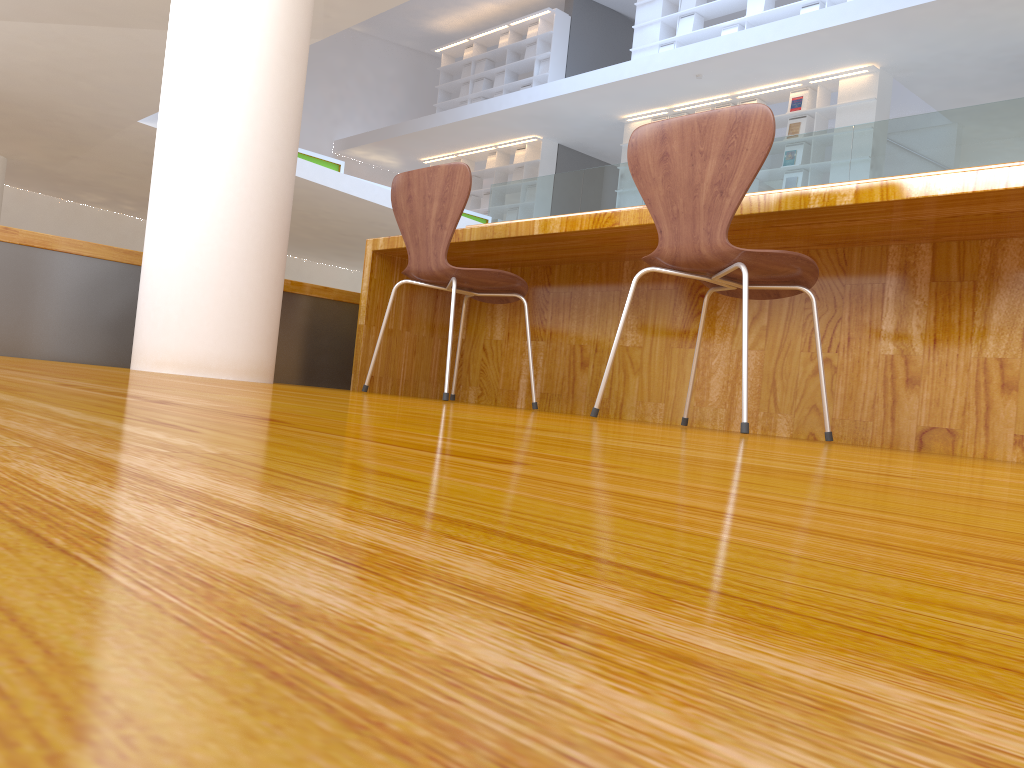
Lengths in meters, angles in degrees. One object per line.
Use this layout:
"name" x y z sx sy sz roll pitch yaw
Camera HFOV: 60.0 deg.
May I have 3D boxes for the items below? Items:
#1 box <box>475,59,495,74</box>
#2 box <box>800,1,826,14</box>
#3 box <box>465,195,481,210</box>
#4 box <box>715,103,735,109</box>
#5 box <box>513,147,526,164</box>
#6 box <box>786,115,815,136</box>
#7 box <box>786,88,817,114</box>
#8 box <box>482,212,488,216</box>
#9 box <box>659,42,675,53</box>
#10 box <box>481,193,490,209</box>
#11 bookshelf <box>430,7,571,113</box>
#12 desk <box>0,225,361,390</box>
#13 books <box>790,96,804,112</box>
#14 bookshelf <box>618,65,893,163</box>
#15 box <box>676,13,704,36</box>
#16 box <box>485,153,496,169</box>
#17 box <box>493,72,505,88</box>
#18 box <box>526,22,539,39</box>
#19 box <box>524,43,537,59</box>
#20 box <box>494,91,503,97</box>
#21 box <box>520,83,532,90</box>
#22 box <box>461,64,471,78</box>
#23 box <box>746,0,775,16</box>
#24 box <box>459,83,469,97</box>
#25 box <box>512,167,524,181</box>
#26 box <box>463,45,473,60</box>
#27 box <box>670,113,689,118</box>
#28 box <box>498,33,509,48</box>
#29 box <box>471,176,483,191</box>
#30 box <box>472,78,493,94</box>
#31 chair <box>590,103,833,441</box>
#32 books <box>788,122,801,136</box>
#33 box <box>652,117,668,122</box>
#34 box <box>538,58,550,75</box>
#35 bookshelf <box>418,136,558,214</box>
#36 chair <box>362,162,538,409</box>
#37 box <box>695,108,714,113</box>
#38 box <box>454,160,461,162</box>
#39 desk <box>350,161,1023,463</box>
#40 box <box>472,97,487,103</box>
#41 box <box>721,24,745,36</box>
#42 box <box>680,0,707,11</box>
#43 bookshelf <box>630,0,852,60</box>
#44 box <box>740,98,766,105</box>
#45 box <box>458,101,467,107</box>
"box" -0.482 -5.378 15.205 0.274 0.296 0.245 7 -2 -43
"box" 3.609 -4.389 10.648 0.274 0.296 0.245 7 -2 -43
"box" -0.721 -3.048 15.159 0.274 0.296 0.245 7 -2 -43
"box" 2.751 -3.427 11.434 0.274 0.296 0.245 7 -2 -43
"box" 0.190 -3.633 14.268 0.274 0.296 0.245 7 -2 -43
"box" 3.454 -3.040 10.639 0.274 0.296 0.245 7 -2 -43
"box" 3.482 -3.368 10.651 0.274 0.296 0.245 7 -2 -43
"box" -0.378 -2.690 14.749 0.274 0.296 0.245 7 -2 -43
"box" 2.165 -4.509 12.195 0.274 0.296 0.245 7 -2 -43
"box" -0.354 -3.018 14.766 0.274 0.296 0.245 7 -2 -43
"bookshelf" -0.354 -5.026 14.924 0.498 1.836 2.984 7 -2 -43
"desk" -1.010 -0.112 3.915 3.356 0.606 0.760 7 -2 -43
"books" 3.396 -3.325 10.585 0.037 0.210 0.145 7 -2 -43
"bookshelf" 2.828 -2.747 11.261 0.498 1.836 3.666 7 -2 -43
"box" 2.403 -4.816 11.983 0.274 0.296 0.245 7 -2 -43
"box" -0.274 -3.672 14.762 0.274 0.296 0.245 7 -2 -43
"box" -0.149 -5.022 14.806 0.274 0.296 0.245 7 -2 -43
"box" 0.395 -5.637 14.308 0.274 0.296 0.245 7 -2 -43
"box" 0.361 -5.311 14.303 0.274 0.296 0.245 7 -2 -43
"box" -0.173 -4.695 14.790 0.274 0.296 0.245 7 -2 -43
"box" 0.267 -4.659 14.318 0.274 0.296 0.245 7 -2 -43
"box" -0.728 -5.399 15.470 0.274 0.296 0.245 7 -2 -43
"box" 3.133 -4.758 11.200 0.274 0.296 0.245 7 -2 -43
"box" -0.755 -5.072 15.456 0.274 0.296 0.245 7 -2 -43
"box" 0.155 -3.307 14.263 0.274 0.296 0.245 7 -2 -43
"box" -0.695 -5.725 15.476 0.274 0.296 0.245 7 -2 -43
"box" 2.267 -3.467 11.953 0.274 0.296 0.245 7 -2 -43
"box" -0.068 -5.676 14.802 0.274 0.296 0.245 7 -2 -43
"box" -0.687 -3.374 15.165 0.274 0.296 0.245 7 -2 -43
"box" -0.515 -5.052 15.199 0.274 0.296 0.245 7 -2 -43
"chair" 0.499 -0.238 2.084 0.381 0.693 0.428 7 -2 -43
"books" 3.364 -3.012 10.579 0.037 0.210 0.145 7 -2 -43
"box" 2.058 -3.481 12.177 0.274 0.296 0.245 7 -2 -43
"box" 0.583 -4.963 14.022 0.274 0.296 0.245 7 -2 -43
"bookshelf" -0.559 -3.022 14.883 0.498 1.836 2.984 7 -2 -43
"chair" -0.163 -0.292 2.793 0.381 0.693 0.428 7 -2 -43
"box" 2.542 -3.444 11.659 0.274 0.296 0.245 7 -2 -43
"box" -0.900 -3.721 15.436 0.274 0.296 0.245 7 -2 -43
"desk" 0.941 -0.205 2.757 1.247 0.762 3.194 7 -2 -43
"box" -0.558 -4.726 15.202 0.274 0.296 0.245 7 -2 -43
"box" 2.850 -4.451 11.461 0.274 0.296 0.245 7 -2 -43
"box" 2.448 -5.142 11.995 0.274 0.296 0.245 7 -2 -43
"bookshelf" 3.034 -4.751 11.301 0.498 1.836 3.666 7 -2 -43
"box" 3.006 -3.407 11.162 0.274 0.296 0.245 7 -2 -43
"box" -0.802 -4.746 15.463 0.274 0.296 0.245 7 -2 -43
